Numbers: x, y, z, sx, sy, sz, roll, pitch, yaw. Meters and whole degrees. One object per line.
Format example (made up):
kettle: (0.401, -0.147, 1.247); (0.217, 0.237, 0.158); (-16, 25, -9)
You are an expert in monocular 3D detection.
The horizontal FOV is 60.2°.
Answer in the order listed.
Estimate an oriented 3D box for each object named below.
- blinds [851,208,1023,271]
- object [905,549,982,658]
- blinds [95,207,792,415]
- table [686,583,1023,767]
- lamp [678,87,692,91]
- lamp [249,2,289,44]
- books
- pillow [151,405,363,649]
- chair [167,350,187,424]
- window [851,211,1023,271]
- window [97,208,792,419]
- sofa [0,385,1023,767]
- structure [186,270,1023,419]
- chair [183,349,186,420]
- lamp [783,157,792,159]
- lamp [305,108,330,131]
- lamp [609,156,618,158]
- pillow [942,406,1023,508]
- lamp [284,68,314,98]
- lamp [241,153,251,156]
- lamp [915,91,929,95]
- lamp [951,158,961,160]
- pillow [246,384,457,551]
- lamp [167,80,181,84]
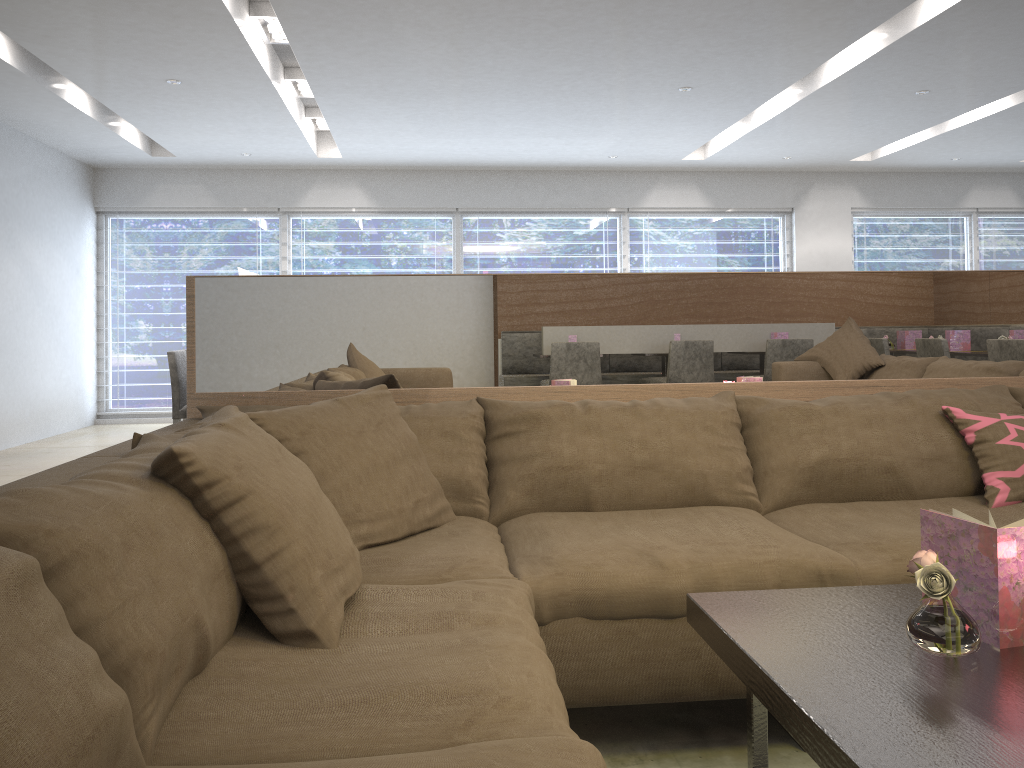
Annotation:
blinds: (5.438, -0.905, 9.616); (3.650, 2.046, 0.045); (-1, -1, -6)
object: (0.567, 0.288, 1.174); (0.100, 0.129, 0.095); (-1, 0, -22)
blinds: (-0.552, -0.790, 9.022); (7.096, 2.046, 0.045); (-1, -1, -6)
table: (0.645, 0.559, 1.140); (0.657, 0.412, 0.658); (-1, 2, -6)
lamp: (1.192, -2.029, 6.090); (0.089, 0.007, 0.089); (2, 4, 39)
lamp: (-1.411, -2.152, 5.303); (0.226, 0.101, 0.488); (-1, 3, -6)
books: (0.699, 0.271, 1.219); (0.143, 0.164, 0.258); (-1, 2, -42)
pillow: (-0.410, 0.220, 1.478); (0.312, 0.339, 0.494); (-1, 2, -11)
chair: (-1.732, 0.181, 5.192); (0.492, 0.763, 0.477); (-1, 0, -11)
window: (5.419, -0.885, 9.719); (3.658, 2.076, 0.158); (-1, -1, -6)
window: (-0.552, -0.770, 9.127); (7.101, 2.076, 0.158); (-1, -1, -6)
sofa: (1.137, 0.430, 1.001); (3.765, 0.676, 3.183); (-1, 3, -6)
structure: (0.977, 0.165, 2.714); (3.773, 1.009, 0.223); (-1, -1, -6)
chair: (-1.841, 0.152, 5.711); (0.492, 0.763, 0.477); (-1, 0, -1)
lamp: (2.672, -2.194, 8.585); (0.089, 0.007, 0.089); (2, 4, 39)
lamp: (-1.645, -2.287, 7.666); (0.226, 0.101, 0.488); (-1, 3, -6)
lamp: (0.962, -2.161, 8.415); (0.089, 0.007, 0.089); (2, 4, 39)
pillow: (1.358, 0.182, 2.259); (0.463, 0.253, 0.180); (-1, 0, -10)
lamp: (-1.535, -2.224, 6.558); (0.226, 0.101, 0.488); (-1, 3, -6)
lamp: (-2.429, -2.096, 8.079); (0.089, 0.007, 0.089); (2, 4, 39)
lamp: (2.902, -2.062, 6.259); (0.089, 0.007, 0.089); (2, 4, 39)
lamp: (4.394, -2.227, 8.756); (0.089, 0.007, 0.089); (2, 4, 39)
pillow: (-0.349, 0.192, 1.973); (0.297, 0.357, 0.503); (0, 2, 26)
lamp: (-2.199, -1.964, 5.754); (0.089, 0.007, 0.089); (2, 4, 39)
